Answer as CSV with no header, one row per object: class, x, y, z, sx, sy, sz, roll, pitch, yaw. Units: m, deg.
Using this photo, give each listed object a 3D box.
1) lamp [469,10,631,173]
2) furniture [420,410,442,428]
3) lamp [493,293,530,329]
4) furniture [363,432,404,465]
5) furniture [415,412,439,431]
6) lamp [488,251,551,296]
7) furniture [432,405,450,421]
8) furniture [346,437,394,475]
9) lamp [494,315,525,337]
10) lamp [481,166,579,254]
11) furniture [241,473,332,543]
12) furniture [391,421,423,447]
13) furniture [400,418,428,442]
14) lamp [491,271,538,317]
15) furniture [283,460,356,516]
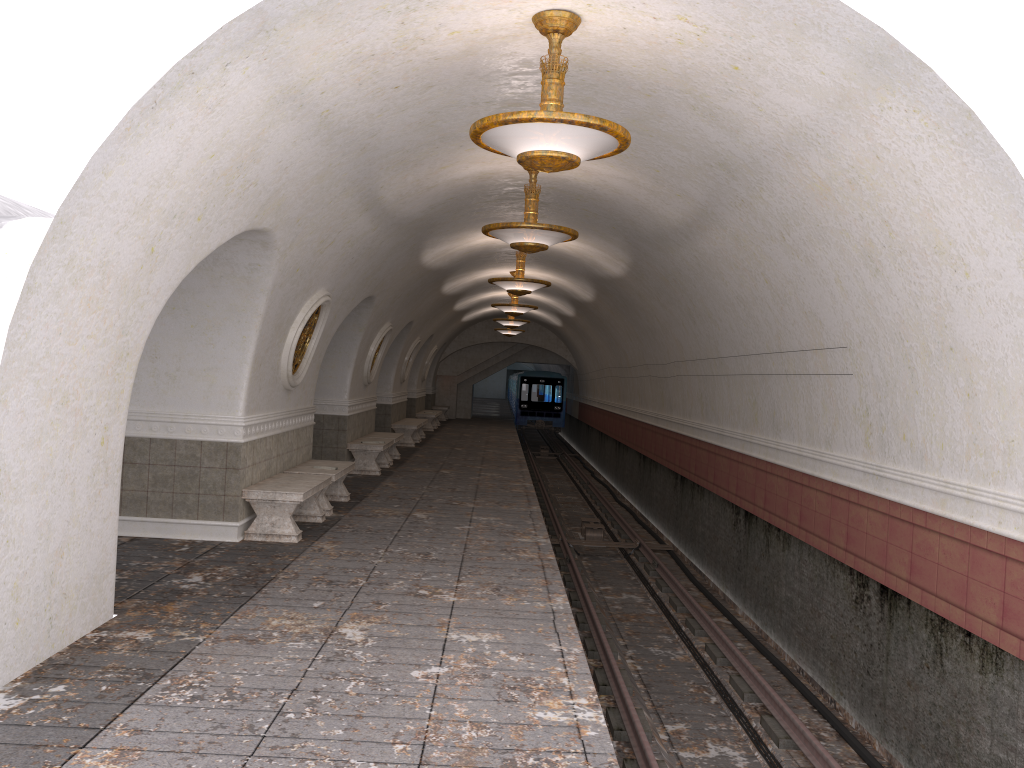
lamp,0.251,-1.796,5.540,1.008,0.955,1.008,3,1,-45
furniture,-2.656,1.144,29.177,0.613,0.508,1.509,3,0,-1
lamp,0.004,-1.945,23.713,1.008,0.955,1.008,3,0,15
furniture,-2.493,1.242,17.195,0.613,0.508,1.509,3,0,-1
furniture,-2.633,1.158,27.495,0.613,0.508,1.509,3,0,-1
lamp,0.135,-1.866,14.056,1.008,0.955,1.008,3,0,-17
furniture,-2.719,1.106,33.797,0.613,0.508,1.509,3,0,-1
furniture,-2.470,1.256,15.514,0.613,0.508,1.509,3,0,-1
lamp,-0.062,-1.984,28.542,1.008,0.955,1.008,3,1,-45
lamp,0.202,-1.826,9.195,1.008,0.955,1.008,3,0,-17
furniture,-2.389,1.305,9.505,0.613,0.508,1.509,3,0,-1
furniture,-2.552,1.207,21.534,0.613,0.508,1.509,3,0,-1
furniture,-2.575,1.193,23.215,0.613,0.508,1.509,3,0,-1
lamp,0.070,-1.905,18.886,1.008,0.955,1.008,3,0,15
furniture,-2.411,1.291,11.187,0.613,0.508,1.509,3,0,-1
